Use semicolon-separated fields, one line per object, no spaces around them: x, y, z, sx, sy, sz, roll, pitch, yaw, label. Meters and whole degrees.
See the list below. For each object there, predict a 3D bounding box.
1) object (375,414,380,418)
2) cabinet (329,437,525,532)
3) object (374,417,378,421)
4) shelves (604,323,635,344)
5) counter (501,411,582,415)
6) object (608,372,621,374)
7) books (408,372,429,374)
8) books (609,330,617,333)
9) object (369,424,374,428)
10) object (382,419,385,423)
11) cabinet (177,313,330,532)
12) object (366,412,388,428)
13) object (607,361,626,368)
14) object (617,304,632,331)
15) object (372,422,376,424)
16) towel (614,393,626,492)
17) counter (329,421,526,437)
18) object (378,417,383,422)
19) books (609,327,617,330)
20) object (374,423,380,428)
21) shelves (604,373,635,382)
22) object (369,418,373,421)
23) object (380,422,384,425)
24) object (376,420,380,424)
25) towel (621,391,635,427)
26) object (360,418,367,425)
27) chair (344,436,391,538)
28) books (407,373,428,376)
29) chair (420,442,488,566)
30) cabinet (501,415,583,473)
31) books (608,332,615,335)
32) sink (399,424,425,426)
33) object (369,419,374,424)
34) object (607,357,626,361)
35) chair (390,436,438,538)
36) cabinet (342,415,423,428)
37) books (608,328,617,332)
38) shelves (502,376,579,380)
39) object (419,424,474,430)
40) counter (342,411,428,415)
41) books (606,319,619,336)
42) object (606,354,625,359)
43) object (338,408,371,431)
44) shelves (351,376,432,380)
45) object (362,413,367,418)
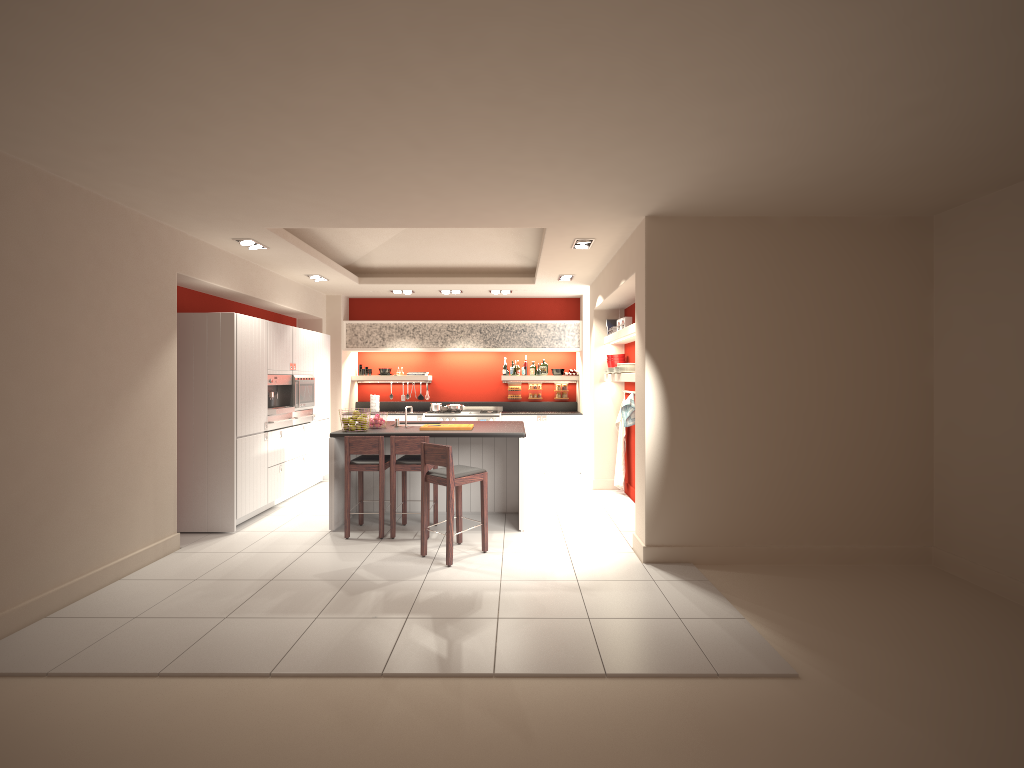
-1.580;0.414;3.024;0.043;0.058;0.043;0;0;-45;object
-0.912;1.099;3.111;2.034;1.011;0.773;0;0;0;cabinet
-1.582;0.439;2.990;0.038;0.046;0.037;0;0;-44;object
1.504;-0.564;3.106;0.437;0.100;1.301;0;0;0;shelves
0.456;0.566;4.566;1.360;0.026;0.380;0;0;0;counter
1.381;-0.097;3.424;0.339;0.020;0.184;0;0;-1;object
-1.731;-0.139;4.733;0.332;0.026;0.113;0;0;1;books
1.405;-0.656;3.542;0.207;0.019;0.140;0;0;1;books
-1.642;0.518;3.006;0.043;0.049;0.033;0;0;-32;object
-1.537;0.479;3.061;0.055;0.056;0.030;0;0;8;object
-3.216;0.427;3.391;0.716;2.250;1.390;0;0;0;cabinet
-1.589;0.459;3.034;0.243;0.168;0.139;0;0;-10;object
1.416;-0.197;3.643;0.260;0.146;0.142;0;0;3;object
1.380;-0.799;3.299;0.096;0.369;0.187;0;0;-8;object
-1.602;0.477;2.992;0.033;0.041;0.029;0;0;36;object
1.453;0.844;3.612;0.141;1.362;0.185;0;0;1;towel
-0.905;0.567;3.111;2.054;0.050;0.769;0;0;0;counter
-1.543;0.451;3.020;0.050;0.055;0.032;0;0;13;object
1.405;-0.706;3.542;0.207;0.019;0.140;0;0;1;books
-1.579;0.512;3.009;0.062;0.057;0.033;0;0;0;object
1.504;-0.033;3.106;0.437;0.100;1.301;0;0;0;shelves
-1.655;0.457;3.029;0.048;0.049;0.027;0;0;6;object
-1.536;0.493;3.029;0.038;0.043;0.034;0;0;39;object
-1.557;0.473;2.996;0.039;0.046;0.035;0;0;-40;object
1.469;0.368;3.337;0.144;0.452;0.154;0;0;42;towel
-1.646;0.447;2.854;0.072;0.082;0.055;0;0;-31;object
-1.493;1.057;2.726;0.383;1.008;0.258;0;0;0;chair
-1.747;-0.105;4.721;0.330;0.042;0.113;0;0;4;books
-0.541;1.059;2.373;0.305;1.008;0.354;0;0;44;chair
0.458;1.076;4.567;1.361;0.993;0.373;0;0;0;cabinet
1.397;-0.632;3.548;0.207;0.030;0.140;0;0;0;books
-1.215;0.691;3.245;0.567;0.258;0.280;0;0;0;sink
-1.633;0.475;3.008;0.058;0.059;0.033;0;0;10;object
1.413;-0.241;3.643;0.249;0.159;0.152;0;0;-16;object
-1.032;1.057;2.725;0.383;1.008;0.258;0;0;2;chair
-2.208;1.076;4.578;1.361;0.993;0.373;0;0;0;cabinet
1.397;-0.681;3.548;0.207;0.030;0.140;0;0;0;books
0.461;-0.042;4.729;1.379;0.083;0.204;0;0;0;shelves
-0.756;0.526;2.958;0.570;0.033;0.202;0;0;-1;object
-2.205;0.566;4.577;1.360;0.026;0.380;0;0;0;counter
1.397;-0.740;3.678;0.207;0.246;0.074;0;0;0;books
1.409;-0.292;3.640;0.226;0.161;0.175;0;0;-31;object
-1.735;0.425;2.852;0.297;0.232;0.229;0;0;31;object
-2.212;-0.042;4.740;1.379;0.083;0.204;0;0;0;shelves
-1.664;0.396;2.898;0.067;0.064;0.036;0;0;1;object
